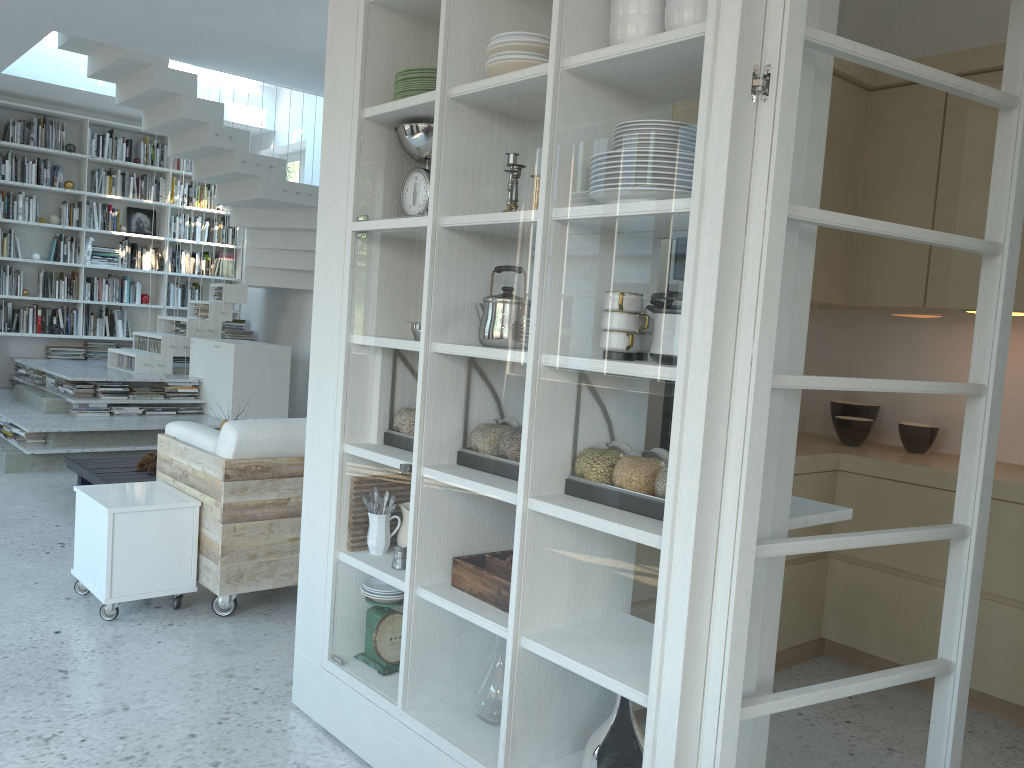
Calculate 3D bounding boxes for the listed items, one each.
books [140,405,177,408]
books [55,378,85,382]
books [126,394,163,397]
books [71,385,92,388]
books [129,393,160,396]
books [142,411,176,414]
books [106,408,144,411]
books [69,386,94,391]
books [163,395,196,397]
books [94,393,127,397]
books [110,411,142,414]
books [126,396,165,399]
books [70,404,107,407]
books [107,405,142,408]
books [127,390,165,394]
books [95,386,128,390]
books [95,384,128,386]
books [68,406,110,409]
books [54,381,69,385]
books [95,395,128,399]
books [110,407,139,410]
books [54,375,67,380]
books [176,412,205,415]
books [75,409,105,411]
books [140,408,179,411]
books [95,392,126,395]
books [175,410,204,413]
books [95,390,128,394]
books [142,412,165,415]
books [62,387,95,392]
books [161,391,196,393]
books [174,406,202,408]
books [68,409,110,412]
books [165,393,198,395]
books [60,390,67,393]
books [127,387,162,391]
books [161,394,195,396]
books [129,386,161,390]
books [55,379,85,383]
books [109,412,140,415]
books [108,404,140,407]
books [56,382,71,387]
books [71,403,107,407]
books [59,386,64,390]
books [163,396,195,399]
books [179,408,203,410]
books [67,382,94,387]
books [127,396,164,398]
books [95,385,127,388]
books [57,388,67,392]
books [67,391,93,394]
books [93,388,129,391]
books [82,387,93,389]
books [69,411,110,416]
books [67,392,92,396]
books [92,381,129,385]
[{"bbox_3d":[-3.107,0.199,7.772,0.275,0.009,0.176,1,5,-41],"label":"books"},{"bbox_3d":[-3.863,-0.037,7.753,0.171,0.007,0.260,1,5,-43],"label":"books"},{"bbox_3d":[-3.245,0.098,7.816,0.293,0.014,0.133,0,5,-44],"label":"books"},{"bbox_3d":[-3.672,0.016,7.557,0.132,0.009,0.269,1,5,-37],"label":"books"},{"bbox_3d":[-3.234,0.085,7.803,0.214,0.015,0.177,1,5,-40],"label":"books"},{"bbox_3d":[-3.100,0.244,7.776,0.250,0.018,0.177,1,5,-38],"label":"books"},{"bbox_3d":[-3.322,0.218,7.597,0.272,0.012,0.158,1,5,-43],"label":"books"},{"bbox_3d":[-3.670,0.037,7.562,0.137,0.012,0.242,1,5,-40],"label":"books"},{"bbox_3d":[-3.013,0.105,8.004,0.259,0.009,0.152,0,5,-44],"label":"books"},{"bbox_3d":[-3.455,0.093,7.631,0.227,0.013,0.148,1,5,-43],"label":"books"},{"bbox_3d":[-3.316,0.235,7.591,0.169,0.019,0.232,8,5,44],"label":"books"},{"bbox_3d":[-3.233,0.115,7.802,0.291,0.007,0.174,1,5,-38],"label":"books"},{"bbox_3d":[-3.541,0.183,7.417,0.257,0.010,0.132,1,5,-37],"label":"books"},{"bbox_3d":[-3.324,0.191,7.599,0.242,0.005,0.152,1,5,-40],"label":"books"},{"bbox_3d":[-3.223,0.071,7.790,0.187,0.014,0.273,8,5,44],"label":"books"},{"bbox_3d":[-3.434,0.037,7.606,0.230,0.015,0.189,1,5,-36],"label":"books"},{"bbox_3d":[-3.443,0.005,7.617,0.228,0.009,0.159,0,5,-45],"label":"books"},{"bbox_3d":[-3.534,0.195,7.409,0.292,0.012,0.159,1,5,-38],"label":"books"},{"bbox_3d":[-3.868,-0.011,7.753,0.187,0.009,0.250,1,5,-41],"label":"books"},{"bbox_3d":[-3.447,0.108,7.621,0.216,0.015,0.177,1,5,-43],"label":"books"},{"bbox_3d":[-3.328,0.202,7.605,0.211,0.018,0.134,1,5,-38],"label":"books"},{"bbox_3d":[-3.872,-0.060,7.742,0.189,0.022,0.237,1,5,-36],"label":"books"},{"bbox_3d":[-2.906,0.261,7.958,0.261,0.006,0.151,0,5,-45],"label":"books"},{"bbox_3d":[-3.532,0.208,7.407,0.210,0.012,0.168,1,5,-37],"label":"books"},{"bbox_3d":[-3.096,0.213,7.771,0.287,0.018,0.190,1,5,-42],"label":"books"},{"bbox_3d":[-3.458,0.081,7.634,0.207,0.012,0.131,0,5,-45],"label":"books"},{"bbox_3d":[-2.909,0.239,7.961,0.234,0.017,0.151,1,5,-40],"label":"books"},{"bbox_3d":[-3.442,0.071,7.615,0.215,0.013,0.189,1,5,-42],"label":"books"},{"bbox_3d":[-3.115,0.256,7.792,0.249,0.009,0.144,1,5,-42],"label":"books"},{"bbox_3d":[-3.690,0.050,7.547,0.184,0.014,0.297,1,5,-42],"label":"books"},{"bbox_3d":[-3.011,0.070,8.002,0.268,0.014,0.159,1,5,-42],"label":"books"},{"bbox_3d":[-2.912,0.206,7.965,0.215,0.007,0.130,1,5,-39],"label":"books"},{"bbox_3d":[-3.538,0.221,7.413,0.285,0.008,0.159,1,5,-43],"label":"books"},{"bbox_3d":[-2.998,0.083,7.987,0.281,0.008,0.181,1,5,-36],"label":"books"},{"bbox_3d":[-3.863,0.065,7.767,0.142,0.020,0.230,1,5,-36],"label":"books"},{"bbox_3d":[-3.232,0.046,7.801,0.245,0.013,0.172,1,5,-42],"label":"books"},{"bbox_3d":[-3.016,0.092,8.007,0.131,0.016,0.262,8,5,44],"label":"books"},{"bbox_3d":[-3.227,0.035,7.795,0.173,0.011,0.203,8,5,44],"label":"books"},{"bbox_3d":[-3.865,-0.027,7.753,0.168,0.013,0.281,0,5,-44],"label":"books"},{"bbox_3d":[-3.327,0.250,7.603,0.208,0.015,0.152,1,5,-43],"label":"books"},{"bbox_3d":[-3.324,0.182,7.600,0.220,0.013,0.148,1,5,-42],"label":"books"},{"bbox_3d":[-3.865,0.006,7.757,0.177,0.026,0.230,1,5,-41],"label":"books"},{"bbox_3d":[-3.531,0.167,7.405,0.157,0.025,0.234,8,5,44],"label":"books"},{"bbox_3d":[-3.860,0.034,7.765,0.155,0.028,0.189,1,5,-40],"label":"books"},{"bbox_3d":[-3.007,0.116,7.998,0.220,0.011,0.177,1,5,-43],"label":"books"},{"bbox_3d":[-2.913,0.216,7.966,0.229,0.014,0.133,1,5,-42],"label":"books"},{"bbox_3d":[-3.674,0.005,7.554,0.149,0.014,0.228,1,5,-43],"label":"books"},{"bbox_3d":[-3.233,0.109,7.801,0.287,0.005,0.165,1,5,-36],"label":"books"},{"bbox_3d":[-3.449,0.018,7.624,0.221,0.018,0.154,1,5,-40],"label":"books"},{"bbox_3d":[-3.865,0.051,7.763,0.154,0.007,0.292,1,5,-38],"label":"books"},{"bbox_3d":[-3.681,0.070,7.558,0.152,0.015,0.207,0,5,-44],"label":"books"},{"bbox_3d":[-3.449,0.047,7.624,0.260,0.009,0.152,1,5,-38],"label":"books"},{"bbox_3d":[-3.653,0.026,7.575,0.091,0.011,0.189,1,5,-43],"label":"books"},{"bbox_3d":[-3.526,0.245,7.399,0.262,0.023,0.200,1,5,-43],"label":"books"},{"bbox_3d":[-3.687,0.084,7.555,0.161,0.014,0.212,1,5,-37],"label":"books"},{"bbox_3d":[-3.455,-0.009,7.632,0.261,0.016,0.128,1,5,-42],"label":"books"}]
